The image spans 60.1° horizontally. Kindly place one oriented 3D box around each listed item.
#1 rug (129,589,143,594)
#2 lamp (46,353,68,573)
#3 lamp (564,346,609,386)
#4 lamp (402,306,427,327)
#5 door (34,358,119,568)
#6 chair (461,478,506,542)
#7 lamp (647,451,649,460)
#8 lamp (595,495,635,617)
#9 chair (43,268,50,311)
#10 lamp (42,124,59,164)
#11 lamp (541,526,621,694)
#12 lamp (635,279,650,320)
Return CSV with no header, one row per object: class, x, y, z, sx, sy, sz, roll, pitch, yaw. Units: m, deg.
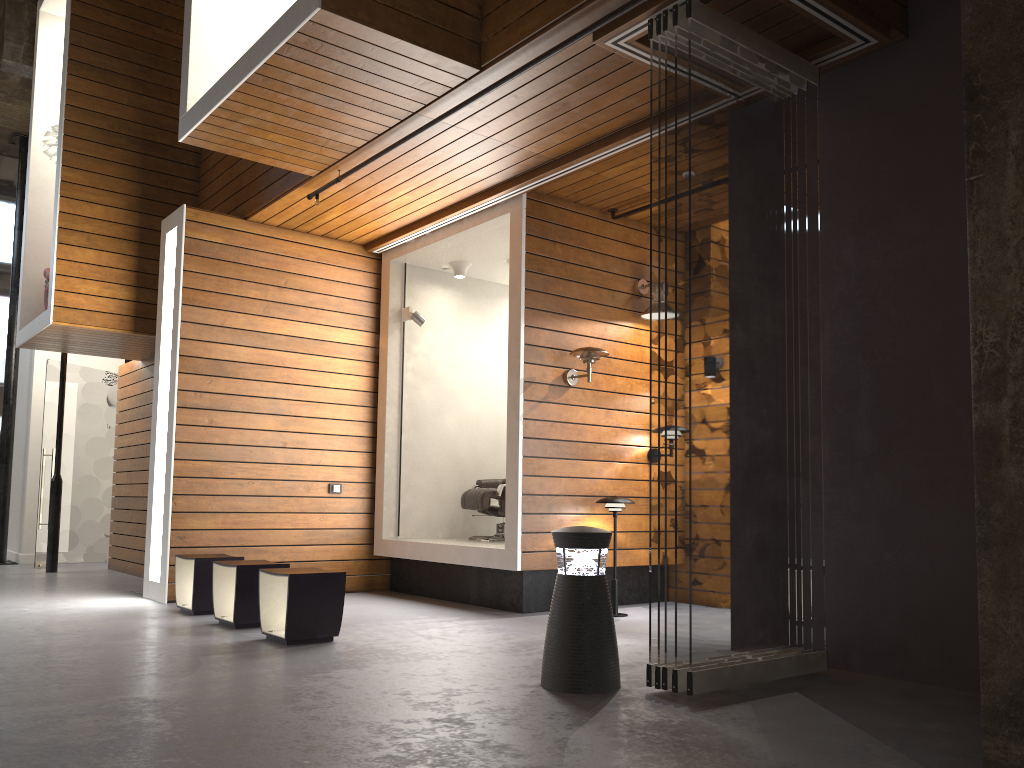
rug,-2.499,1.809,7.844,1.581,0.014,0.542,7,-10,-38
lamp,-4.790,0.582,9.372,0.630,2.935,0.632,1,-5,3
lamp,0.541,-0.135,6.441,0.288,0.270,0.352,6,-8,-38
lamp,-0.869,-0.591,7.792,0.249,0.187,0.130,-2,-6,21
door,-5.021,0.945,10.360,0.146,2.294,1.291,0,-6,14
chair,0.023,0.851,7.865,0.826,1.067,0.758,3,-6,-23
lamp,1.223,0.469,6.954,0.288,0.295,0.327,6,-8,-38
lamp,0.744,1.237,6.403,0.288,0.859,0.288,-3,-7,37
chair,-3.815,-0.990,8.380,0.955,0.933,1.203,6,-8,-38
lamp,-4.107,-2.892,8.350,0.512,1.766,0.489,-1,-5,16
lamp,0.305,0.976,3.908,0.349,0.693,0.349,4,-6,-32
lamp,1.134,-0.687,6.958,0.295,0.330,0.347,5,-8,-36
